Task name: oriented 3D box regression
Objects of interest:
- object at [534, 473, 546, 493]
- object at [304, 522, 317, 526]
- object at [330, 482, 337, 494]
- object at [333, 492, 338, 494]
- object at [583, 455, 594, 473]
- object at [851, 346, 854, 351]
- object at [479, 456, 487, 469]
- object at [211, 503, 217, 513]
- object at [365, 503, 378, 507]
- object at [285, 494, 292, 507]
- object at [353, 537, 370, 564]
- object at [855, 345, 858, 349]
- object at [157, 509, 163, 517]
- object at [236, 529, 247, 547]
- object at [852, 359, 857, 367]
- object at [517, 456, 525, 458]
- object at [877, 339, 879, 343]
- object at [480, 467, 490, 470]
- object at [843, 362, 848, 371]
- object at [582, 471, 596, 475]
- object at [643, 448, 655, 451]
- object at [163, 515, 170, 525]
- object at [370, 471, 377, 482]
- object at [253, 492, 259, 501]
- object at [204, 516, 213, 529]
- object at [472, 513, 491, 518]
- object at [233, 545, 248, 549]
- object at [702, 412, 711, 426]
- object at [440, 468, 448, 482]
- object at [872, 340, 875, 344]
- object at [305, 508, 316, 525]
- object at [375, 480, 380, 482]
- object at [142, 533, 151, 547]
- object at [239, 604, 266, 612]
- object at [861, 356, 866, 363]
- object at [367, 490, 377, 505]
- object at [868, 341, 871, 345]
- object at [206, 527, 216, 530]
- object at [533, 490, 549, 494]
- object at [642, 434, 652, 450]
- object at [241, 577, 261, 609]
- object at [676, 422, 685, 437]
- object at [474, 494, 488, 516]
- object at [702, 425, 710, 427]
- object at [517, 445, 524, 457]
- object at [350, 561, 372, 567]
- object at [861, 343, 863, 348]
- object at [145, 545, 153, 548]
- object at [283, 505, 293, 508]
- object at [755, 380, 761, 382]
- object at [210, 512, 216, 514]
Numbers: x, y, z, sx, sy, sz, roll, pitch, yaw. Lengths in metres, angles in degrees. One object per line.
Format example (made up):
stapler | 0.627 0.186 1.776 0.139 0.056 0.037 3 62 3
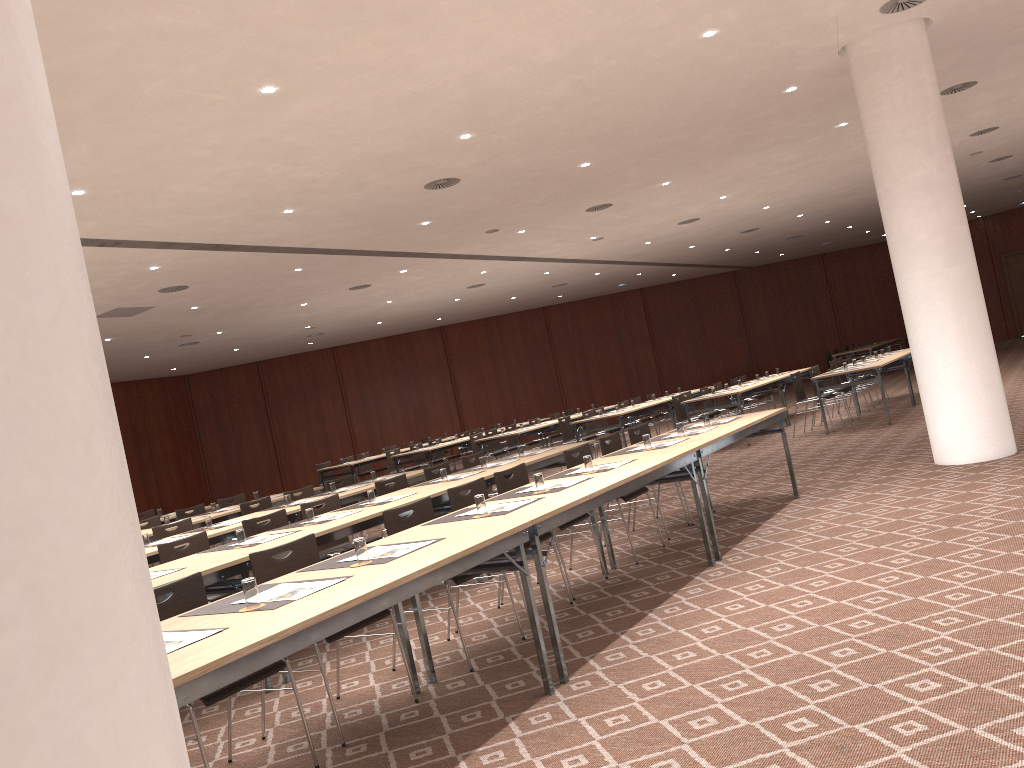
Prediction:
object | 0.168 0.599 5.390 0.054 0.114 0.054 -12 0 -1
object | -1.471 1.024 6.472 0.102 0.001 0.102 -12 -1 22
object | -1.910 1.108 9.465 0.054 0.114 0.054 -12 -1 -23
object | -1.895 1.164 9.451 0.102 0.001 0.102 -12 -1 22
object | 0.513 0.536 5.944 0.054 0.114 0.054 -12 0 -1
object | 8.553 -0.892 22.300 0.054 0.114 0.054 -12 0 -1
object | -0.272 0.743 8.381 0.054 0.114 0.054 -12 -1 -23
object | -3.550 1.474 10.558 0.054 0.114 0.054 -12 -1 -23
object | -1.115 0.957 7.018 0.102 0.001 0.102 -12 -1 22
object | -2.251 1.172 8.924 0.054 0.114 0.054 -12 -1 -23
object | -0.686 0.757 4.034 0.054 0.114 0.054 -12 -1 -23
object | 8.880 -0.952 22.849 0.054 0.114 0.054 -12 0 -1
object | -4.838 1.775 12.191 0.054 0.114 0.054 -12 0 -1
object | -1.809 1.027 5.926 0.054 0.114 0.054 -12 -1 -23
object | 5.093 -0.312 13.182 0.054 0.114 0.054 -12 0 -1
object | 0.092 0.734 8.913 0.102 0.001 0.102 -12 -1 22
object | 10.441 -1.241 25.305 0.054 0.114 0.054 -12 -1 -23
object | -0.252 0.797 8.378 0.102 0.001 0.102 -12 -1 22
object | 4.749 -0.249 12.626 0.054 0.114 0.054 -12 0 -1
object | 0.516 0.593 5.929 0.102 0.001 0.102 -12 -1 -1
object | 1.043 0.495 6.738 0.102 0.001 0.102 -12 -1 -1
object | -3.891 1.537 9.996 0.054 0.114 0.054 -12 -1 -23
object | -1.565 1.045 10.023 0.054 0.114 0.054 -12 0 -1
object | -3.203 1.410 11.105 0.054 0.114 0.054 -12 0 -1
object | -2.775 1.269 8.112 0.054 0.114 0.054 -12 -1 -23
object | -0.166 0.720 4.843 0.102 0.001 0.102 -12 -1 -1
object | -1.805 1.085 5.916 0.102 0.001 0.102 -12 -1 22
object | 1.721 0.312 7.854 0.054 0.114 0.054 -12 0 -1
object | -0.602 0.804 7.842 0.054 0.114 0.054 -12 -1 -23
object | 10.096 -1.177 24.749 0.054 0.114 0.054 -12 -1 -23
object | -1.473 0.965 6.477 0.054 0.114 0.054 -12 -1 -23
object | -1.542 1.098 10.014 0.102 0.001 0.102 -13 -1 44
object | -3.122 1.333 7.563 0.054 0.114 0.054 -12 -1 -23
object | -1.018 0.877 3.475 0.102 0.001 0.102 -12 -1 -1
object | 5.449 -0.379 13.731 0.054 0.114 0.054 -12 0 -1
object | -1.111 0.898 7.026 0.054 0.114 0.054 -12 -1 -23
object | 9.759 -1.115 24.206 0.054 0.114 0.054 -12 -1 -23
object | -2.759 1.324 8.103 0.102 0.001 0.102 -12 -1 22
object | 0.180 0.656 5.398 0.102 0.001 0.102 -12 -1 -1
object | 1.030 0.440 6.751 0.054 0.114 0.054 -12 0 -1
object | -1.025 0.820 3.482 0.054 0.114 0.054 -12 -1 -23
object | 1.387 0.373 7.299 0.054 0.114 0.054 -12 0 -1
object | -0.169 0.662 4.850 0.054 0.114 0.054 -12 0 -1
object | 1.725 0.370 7.845 0.102 0.001 0.102 -12 -1 -1
object | 0.087 0.676 8.926 0.054 0.114 0.054 -12 0 -1
object | -0.684 0.815 4.018 0.102 0.001 0.102 -12 -1 -1
object | 9.230 -1.017 23.396 0.054 0.114 0.054 -12 0 -1
object | -3.110 1.389 7.557 0.102 0.001 0.102 -12 -1 22
object | -2.250 1.230 8.919 0.102 0.001 0.102 -12 -1 22
object | 4.329 -0.051 15.625 0.102 0.001 0.102 -12 -1 -1
object | -3.540 1.531 10.540 0.102 0.001 0.102 -12 -1 22
